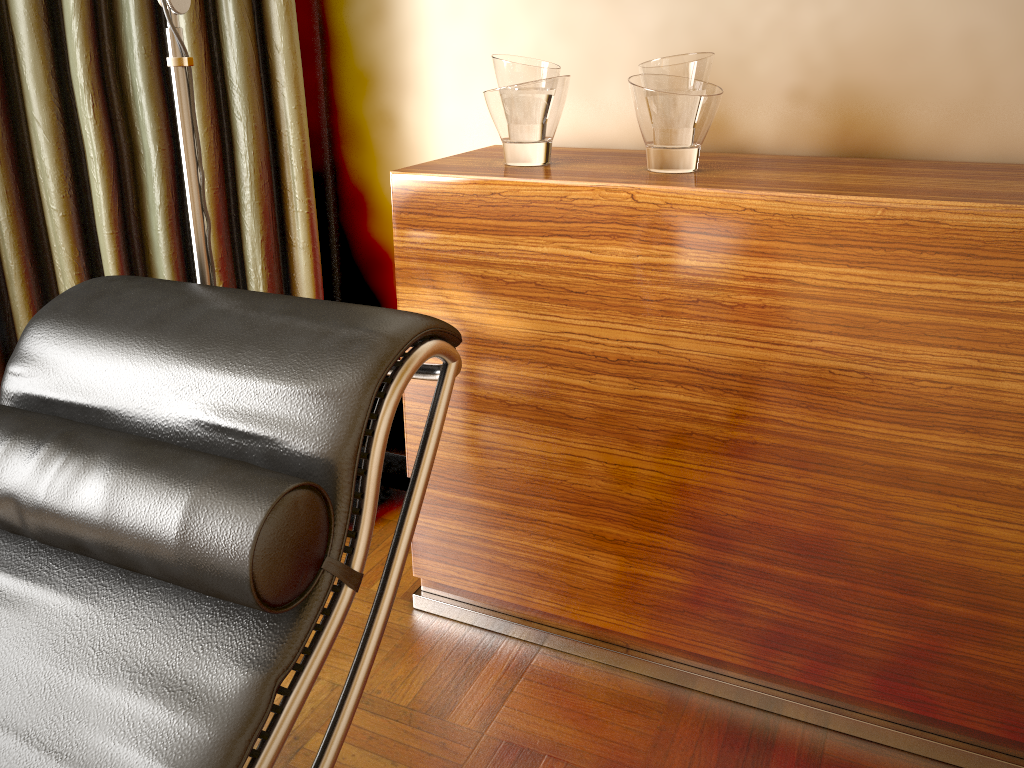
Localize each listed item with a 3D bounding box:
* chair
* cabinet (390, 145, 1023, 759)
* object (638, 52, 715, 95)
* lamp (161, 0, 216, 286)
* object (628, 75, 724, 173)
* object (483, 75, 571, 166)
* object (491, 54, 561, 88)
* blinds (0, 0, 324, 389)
[{"bbox_3d":[-0.674,0.514,0.624,0.638,0.777,1.829,8,22,24],"label":"chair"},{"bbox_3d":[0.639,0.080,1.496,1.681,0.840,0.425,9,20,24],"label":"cabinet"},{"bbox_3d":[0.269,-0.469,1.457,0.122,0.146,0.126,1,19,5],"label":"object"},{"bbox_3d":[-0.636,-0.099,0.744,0.454,1.916,1.444,8,21,27],"label":"lamp"},{"bbox_3d":[0.269,-0.434,1.468,0.156,0.150,0.160,4,20,15],"label":"object"},{"bbox_3d":[0.027,-0.473,1.579,0.156,0.150,0.159,-7,20,-17],"label":"object"},{"bbox_3d":[0.026,-0.508,1.568,0.122,0.146,0.126,1,19,7],"label":"object"},{"bbox_3d":[-1.169,-0.733,1.585,1.537,2.390,0.229,-8,18,-19],"label":"blinds"}]
